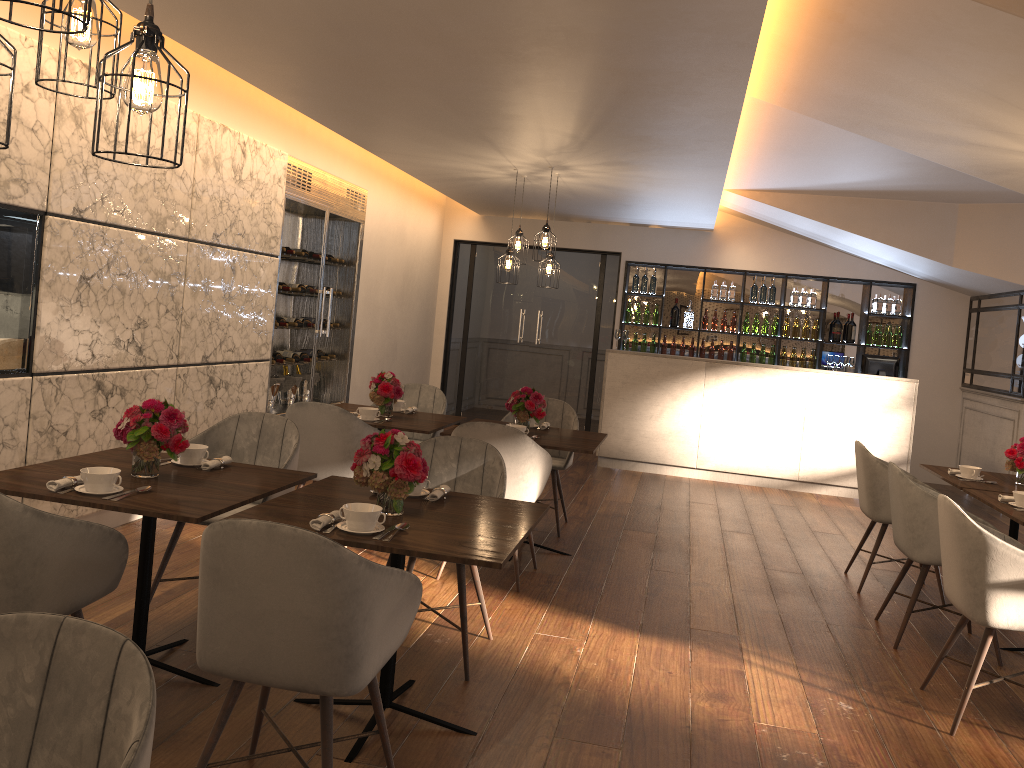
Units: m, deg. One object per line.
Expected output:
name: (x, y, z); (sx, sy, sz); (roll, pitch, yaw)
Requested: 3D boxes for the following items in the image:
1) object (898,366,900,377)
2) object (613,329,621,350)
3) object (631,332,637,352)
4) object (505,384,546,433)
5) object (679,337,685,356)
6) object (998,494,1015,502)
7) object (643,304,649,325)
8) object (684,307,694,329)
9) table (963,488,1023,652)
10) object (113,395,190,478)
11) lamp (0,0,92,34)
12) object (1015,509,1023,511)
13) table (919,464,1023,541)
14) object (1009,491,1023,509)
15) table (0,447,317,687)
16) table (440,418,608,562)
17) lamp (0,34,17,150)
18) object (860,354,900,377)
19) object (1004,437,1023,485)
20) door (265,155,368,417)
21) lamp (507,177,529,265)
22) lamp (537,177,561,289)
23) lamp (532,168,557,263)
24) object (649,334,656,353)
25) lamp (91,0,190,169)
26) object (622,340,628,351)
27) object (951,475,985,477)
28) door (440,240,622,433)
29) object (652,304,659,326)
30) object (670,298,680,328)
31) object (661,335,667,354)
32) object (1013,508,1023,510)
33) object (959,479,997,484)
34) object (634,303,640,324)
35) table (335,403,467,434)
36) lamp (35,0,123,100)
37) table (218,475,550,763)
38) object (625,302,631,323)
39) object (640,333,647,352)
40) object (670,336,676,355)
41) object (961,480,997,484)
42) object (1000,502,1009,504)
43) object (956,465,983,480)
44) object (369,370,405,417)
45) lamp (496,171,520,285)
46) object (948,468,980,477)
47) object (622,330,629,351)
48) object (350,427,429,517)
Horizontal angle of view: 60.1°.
object: (4.424, -0.183, 10.183); (0.065, 0.261, 0.066); (5, 1, -10)
object: (1.077, -0.454, 9.069); (0.065, 0.207, 0.065); (5, 1, 2)
object: (1.492, -0.501, 10.769); (0.065, 0.261, 0.066); (5, 1, -10)
object: (0.076, 0.149, 5.503); (0.234, 0.301, 0.306); (4, 3, -32)
object: (2.054, -0.440, 10.657); (0.065, 0.261, 0.066); (5, 1, -10)
object: (2.568, 0.589, 4.499); (0.176, 0.039, 0.056); (6, 3, 11)
object: (1.634, -0.850, 10.742); (0.065, 0.261, 0.066); (5, 1, -10)
object: (2.127, -0.805, 10.641); (0.108, 0.281, 0.108); (4, 2, -33)
table: (2.796, 1.004, 4.350); (0.897, 0.720, 0.897); (6, 3, 11)
object: (-1.328, 0.186, 3.236); (0.306, 0.301, 0.234); (7, 3, 33)
lamp: (-0.760, -1.685, 1.569); (0.175, 2.069, 0.175); (6, 1, 13)
object: (2.541, 0.615, 4.273); (0.197, 0.015, 0.043); (6, 4, 7)
table: (2.980, 0.952, 5.271); (0.897, 0.720, 0.897); (6, 3, 11)
object: (2.547, 0.579, 4.387); (0.148, 0.072, 0.149); (3, 5, -36)
table: (-1.348, 0.699, 3.250); (0.897, 0.720, 0.897); (6, 3, 11)
table: (0.073, 0.664, 5.492); (0.897, 0.720, 0.897); (6, 3, 11)
lamp: (-1.056, -1.538, 1.834); (0.175, 2.069, 0.175); (6, 1, 13)
object: (3.635, -0.116, 8.723); (0.408, 0.328, 0.130); (5, 1, -11)
object: (3.035, 0.443, 5.220); (0.304, 0.301, 0.235); (4, 3, -31)
door: (-1.662, -0.576, 7.638); (0.134, 2.466, 1.858); (6, 2, 11)
lamp: (0.136, -2.078, 7.698); (0.175, 2.069, 0.175); (6, 1, 13)
lamp: (0.396, -1.840, 7.439); (0.175, 2.069, 0.175); (6, 1, 13)
lamp: (0.349, -2.014, 7.114); (0.175, 2.069, 0.175); (6, 1, 13)
object: (1.708, -0.477, 10.726); (0.065, 0.261, 0.066); (5, 1, -10)
lamp: (-0.714, -1.510, 1.895); (0.175, 2.069, 0.175); (6, 1, 13)
object: (1.384, -0.513, 10.791); (0.065, 0.261, 0.066); (5, 1, -10)
object: (2.745, 0.550, 5.342); (0.193, 0.024, 0.025); (6, 3, 11)
door: (0.221, -0.550, 11.069); (2.108, 2.332, 0.273); (6, 1, 11)
object: (1.742, -0.838, 10.720); (0.065, 0.261, 0.066); (5, 1, -10)
object: (1.969, -0.862, 10.678); (0.103, 0.359, 0.104); (5, 1, -17)
object: (1.838, -0.463, 10.700); (0.065, 0.261, 0.066); (5, 1, -10)
object: (2.554, 0.620, 4.306); (0.211, 0.004, 0.022); (6, 4, 11)
object: (2.730, 0.571, 5.185); (0.211, 0.004, 0.022); (6, 4, 11)
object: (1.526, -0.862, 10.763); (0.065, 0.261, 0.066); (5, 1, -10)
table: (-0.863, 0.562, 5.680); (0.897, 0.720, 0.897); (6, 3, 11)
lamp: (-0.974, -1.748, 2.153); (0.175, 2.069, 0.175); (6, 1, 13)
table: (-0.412, 0.800, 3.063); (0.897, 0.720, 0.897); (6, 3, 11)
object: (1.418, -0.873, 10.785); (0.065, 0.261, 0.066); (5, 1, -10)
object: (1.600, -0.489, 10.748); (0.065, 0.261, 0.066); (5, 1, -10)
object: (1.946, -0.452, 10.678); (0.065, 0.261, 0.066); (5, 1, -10)
object: (2.717, 0.566, 5.152); (0.197, 0.015, 0.043); (6, 4, 7)
object: (2.570, 0.599, 4.464); (0.193, 0.024, 0.025); (6, 3, 11)
object: (2.723, 0.529, 5.266); (0.148, 0.072, 0.149); (3, 5, -36)
object: (-0.798, 0.053, 5.670); (0.234, 0.301, 0.306); (5, 3, -14)
lamp: (0.053, -1.867, 7.379); (0.175, 2.069, 0.175); (6, 1, 13)
object: (2.743, 0.540, 5.378); (0.176, 0.039, 0.056); (6, 3, 11)
object: (1.162, -0.445, 9.057); (0.065, 0.207, 0.146); (5, 2, 2)
object: (-0.406, 0.289, 3.023); (0.306, 0.301, 0.234); (8, 3, 44)
